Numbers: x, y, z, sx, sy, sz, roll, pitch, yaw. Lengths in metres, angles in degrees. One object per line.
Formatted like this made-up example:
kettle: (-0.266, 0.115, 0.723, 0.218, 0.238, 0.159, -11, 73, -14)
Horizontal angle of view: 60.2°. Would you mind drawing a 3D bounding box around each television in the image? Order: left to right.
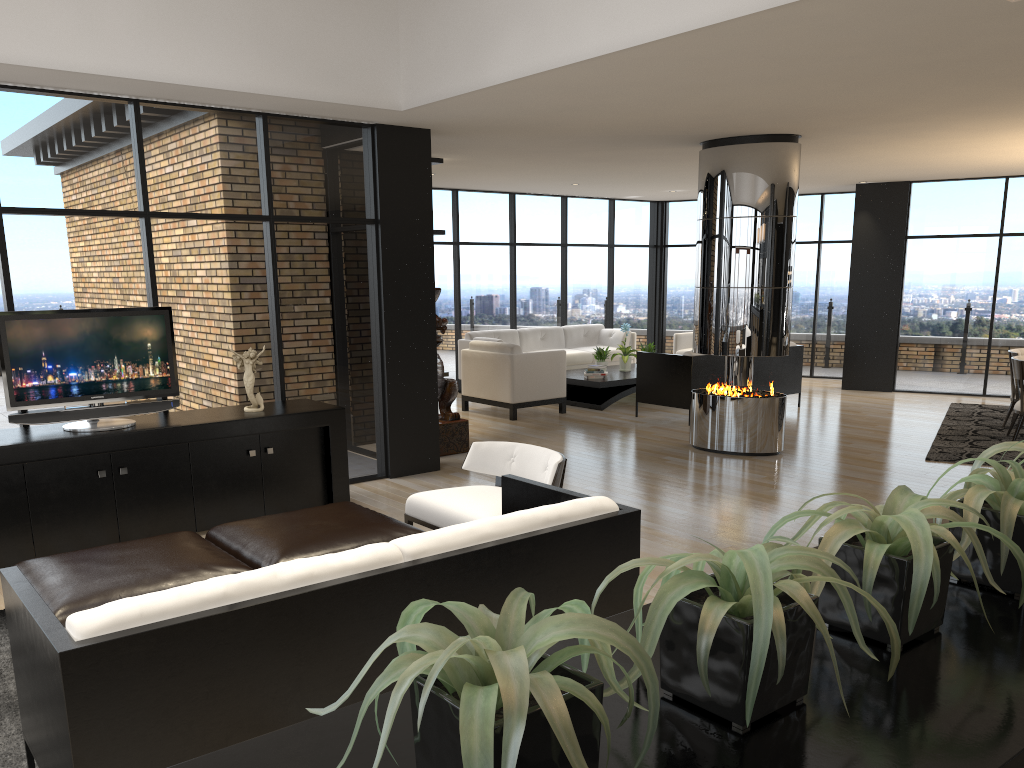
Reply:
television: (-2.522, -0.094, 5.332, 0.931, 0.724, 0.402, -4, 12, -19)

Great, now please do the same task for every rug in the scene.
rug: (-1.197, 1.188, 3.906, 3.013, 0.012, 2.457, -6, 9, -37)
rug: (5.698, 0.521, 8.635, 2.707, 0.011, 3.674, 3, 8, 29)

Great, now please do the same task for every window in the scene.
window: (0.664, -1.603, 6.463, 10.066, 4.870, 15.723, 6, 10, 38)

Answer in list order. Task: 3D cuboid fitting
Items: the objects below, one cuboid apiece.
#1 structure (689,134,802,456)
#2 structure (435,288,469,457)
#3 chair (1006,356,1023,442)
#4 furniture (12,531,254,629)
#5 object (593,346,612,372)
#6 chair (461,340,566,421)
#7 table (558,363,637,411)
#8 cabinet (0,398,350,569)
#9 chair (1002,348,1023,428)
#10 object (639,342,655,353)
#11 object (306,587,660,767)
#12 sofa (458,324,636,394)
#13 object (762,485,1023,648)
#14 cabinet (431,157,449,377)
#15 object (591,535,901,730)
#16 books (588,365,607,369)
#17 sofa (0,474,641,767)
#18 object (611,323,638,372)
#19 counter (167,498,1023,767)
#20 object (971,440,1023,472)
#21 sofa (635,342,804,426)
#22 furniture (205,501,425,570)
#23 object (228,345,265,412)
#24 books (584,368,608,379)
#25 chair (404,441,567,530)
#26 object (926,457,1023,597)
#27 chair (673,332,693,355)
structure: (2.074, -0.753, 7.959, 0.886, 2.792, 0.580, 9, 15, 38)
structure: (-0.829, -0.165, 8.200, 0.513, 1.623, 0.723, -10, 15, -38)
chair: (5.006, 0.162, 8.309, 0.615, 0.821, 0.633, 4, 11, 22)
furniture: (-1.598, 0.969, 3.763, 0.822, 0.492, 0.819, -7, 11, -38)
object: (1.152, -0.319, 11.364, 0.284, 0.377, 0.211, 2, 11, 15)
chair: (0.025, -0.091, 10.505, 0.848, 0.871, 0.991, -8, 12, -38)
table: (1.447, 0.010, 11.634, 2.018, 0.357, 1.252, -6, 10, -38)
cabinet: (-2.524, 0.630, 5.470, 3.018, 0.754, 0.615, -6, 12, -38)
chair: (5.400, 0.064, 9.060, 0.612, 0.821, 0.635, 8, 13, 39)
object: (1.822, -0.389, 11.866, 0.283, 0.376, 0.212, 5, 13, 29)
object: (-0.008, 0.355, 0.903, 0.397, 0.221, 0.400, -3, 9, -13)
sofa: (0.565, -0.374, 12.703, 2.676, 0.870, 0.846, -7, 11, -38)
object: (0.554, 0.286, 1.411, 0.406, 0.221, 0.391, -3, 9, -13)
cabinet: (-1.921, -0.925, 9.638, 1.177, 2.790, 2.634, -9, 13, -37)
object: (0.259, 0.307, 1.179, 0.406, 0.243, 0.391, -3, 9, -13)
books: (1.054, -0.213, 10.887, 0.183, 0.027, 0.153, 6, 10, 42)
sofa: (-0.559, 0.872, 3.147, 2.018, 0.818, 0.830, -7, 11, -38)
object: (1.504, -0.484, 11.569, 0.355, 0.642, 0.364, -4, 12, -19)
counter: (0.728, 0.439, 1.190, 3.093, 0.032, 1.168, -6, 9, -38)
object: (1.246, 0.208, 1.881, 0.406, 0.243, 0.391, -3, 9, -13)
sofa: (2.450, -0.071, 10.369, 2.018, 0.818, 0.830, -7, 11, -38)
furniture: (-0.931, 0.897, 4.279, 0.822, 0.492, 0.819, -7, 11, -38)
object: (-1.743, -0.043, 5.900, 0.255, 0.467, 0.104, -9, 15, -36)
books: (1.038, -0.137, 10.907, 0.307, 0.128, 0.220, -1, 8, 0)
chair: (-0.092, 0.715, 4.878, 0.679, 0.687, 0.797, -8, 12, -38)
object: (0.909, 0.240, 1.652, 0.397, 0.243, 0.400, -3, 9, -13)
chair: (2.968, -0.407, 12.772, 0.848, 0.871, 0.991, -8, 12, -38)
